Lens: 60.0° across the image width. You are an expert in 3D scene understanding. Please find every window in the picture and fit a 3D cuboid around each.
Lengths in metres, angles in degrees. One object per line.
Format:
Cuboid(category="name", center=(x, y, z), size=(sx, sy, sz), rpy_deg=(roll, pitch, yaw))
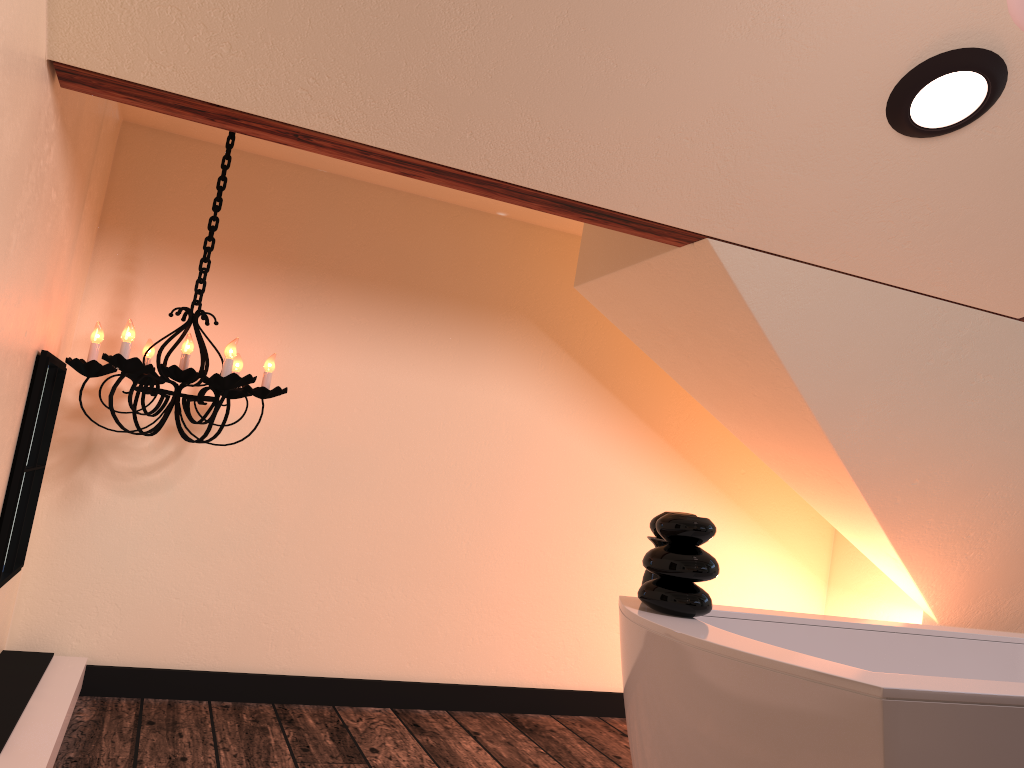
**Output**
Cuboid(category="window", center=(-1.355, 0.259, 2.474), size=(0.046, 0.699, 0.450), rpy_deg=(11, -6, -20))

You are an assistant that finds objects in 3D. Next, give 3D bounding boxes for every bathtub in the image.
Cuboid(category="bathtub", center=(1.239, 1.029, 1.950), size=(2.221, 0.691, 0.800), rpy_deg=(11, -7, -20))

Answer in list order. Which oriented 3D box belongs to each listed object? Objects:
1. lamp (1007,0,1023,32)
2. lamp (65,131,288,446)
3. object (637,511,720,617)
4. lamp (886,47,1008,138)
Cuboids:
Cuboid(category="lamp", center=(1.113, -0.867, 1.631), size=(0.371, 0.171, 0.329), rpy_deg=(12, -7, -25))
Cuboid(category="lamp", center=(-0.930, -0.370, 2.659), size=(0.616, 1.121, 0.542), rpy_deg=(10, -5, -10))
Cuboid(category="object", center=(0.354, 0.416, 1.871), size=(0.156, 0.228, 0.277), rpy_deg=(8, -6, 10))
Cuboid(category="lamp", center=(0.927, -0.684, 1.896), size=(0.247, 0.129, 0.214), rpy_deg=(12, -7, -25))
